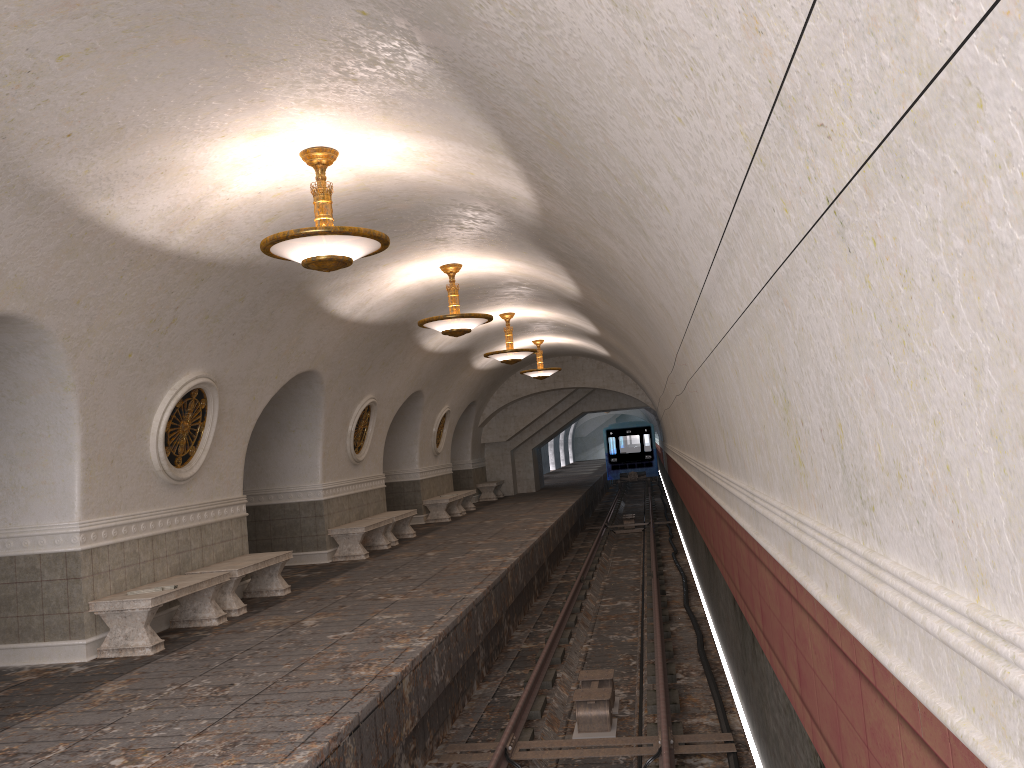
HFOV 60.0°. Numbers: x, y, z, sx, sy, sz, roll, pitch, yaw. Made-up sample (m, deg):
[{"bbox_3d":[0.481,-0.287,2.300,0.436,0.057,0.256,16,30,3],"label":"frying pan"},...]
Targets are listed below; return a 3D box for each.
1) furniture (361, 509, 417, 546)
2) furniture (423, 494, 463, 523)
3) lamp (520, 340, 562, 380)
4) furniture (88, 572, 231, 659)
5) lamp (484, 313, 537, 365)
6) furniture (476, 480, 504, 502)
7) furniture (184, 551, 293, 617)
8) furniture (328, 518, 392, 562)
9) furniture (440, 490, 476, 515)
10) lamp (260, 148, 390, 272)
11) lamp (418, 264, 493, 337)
[{"bbox_3d":[-2.205,2.631,16.204,0.613,0.508,1.509,-6,-4,8],"label":"furniture"},{"bbox_3d":[-1.565,2.863,20.431,0.613,0.508,1.509,-6,-4,8],"label":"furniture"},{"bbox_3d":[0.669,-0.568,21.333,1.008,0.955,1.008,-2,-5,-36],"label":"lamp"},{"bbox_3d":[-3.354,2.212,8.599,0.613,0.508,1.509,-6,-4,8],"label":"furniture"},{"bbox_3d":[-0.052,-0.831,16.564,1.008,0.955,1.008,-7,-4,24],"label":"lamp"},{"bbox_3d":[-0.625,3.206,26.653,0.613,0.508,1.509,-6,-4,8],"label":"furniture"},{"bbox_3d":[-3.103,2.303,10.260,0.613,0.508,1.509,-6,-4,8],"label":"furniture"},{"bbox_3d":[-2.456,2.539,14.544,0.613,0.508,1.509,-6,-4,8],"label":"furniture"},{"bbox_3d":[-1.314,2.955,22.091,0.613,0.508,1.509,-6,-4,8],"label":"furniture"},{"bbox_3d":[-1.493,-1.356,7.029,1.008,0.955,1.008,-5,-4,-8],"label":"lamp"},{"bbox_3d":[-0.772,-1.094,11.797,1.008,0.955,1.008,-7,-4,24],"label":"lamp"}]
